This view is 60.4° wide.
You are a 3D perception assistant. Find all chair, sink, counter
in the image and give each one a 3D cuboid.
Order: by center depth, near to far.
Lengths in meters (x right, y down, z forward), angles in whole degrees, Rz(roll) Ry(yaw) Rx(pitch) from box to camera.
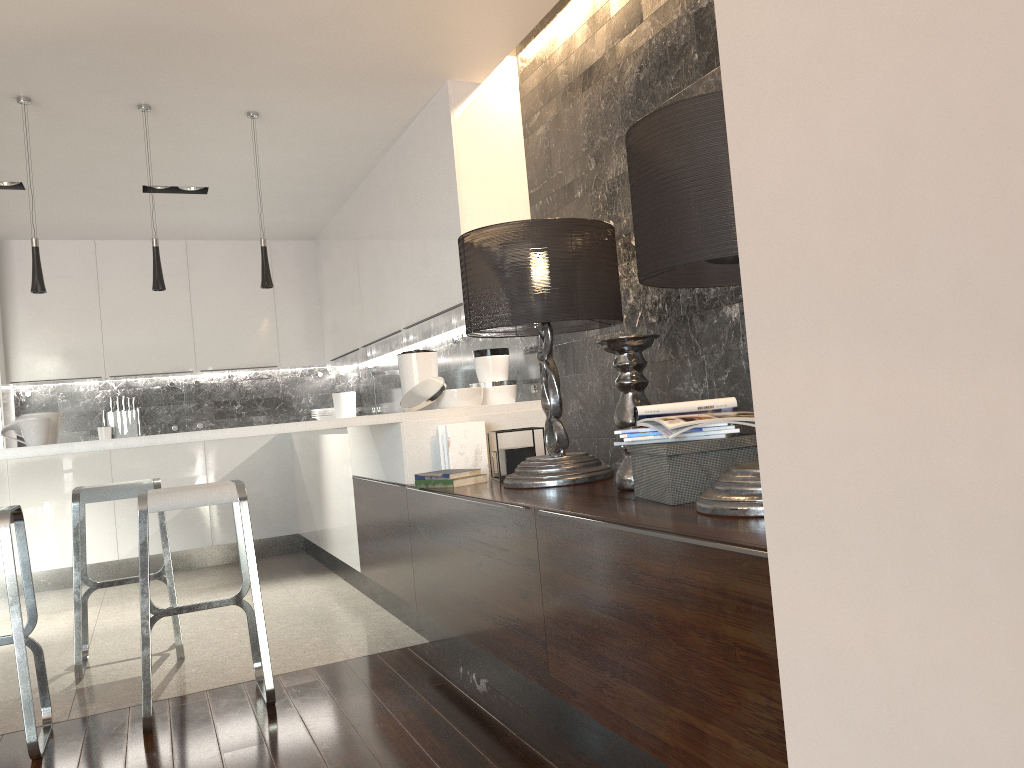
[{"bbox_3d":[-1.796,0.825,2.875,0.439,0.800,0.412,-4,-2,-25],"label":"chair"},{"bbox_3d":[-1.138,0.773,3.204,0.439,0.800,0.412,-4,-2,-25],"label":"chair"},{"bbox_3d":[-1.752,0.849,3.984,0.439,0.800,0.412,-4,-2,-25],"label":"chair"},{"bbox_3d":[-1.821,0.307,5.316,2.811,0.041,3.856,-5,-2,-24],"label":"counter"},{"bbox_3d":[-0.763,0.169,5.441,0.531,0.520,1.103,-5,-2,-23],"label":"sink"}]

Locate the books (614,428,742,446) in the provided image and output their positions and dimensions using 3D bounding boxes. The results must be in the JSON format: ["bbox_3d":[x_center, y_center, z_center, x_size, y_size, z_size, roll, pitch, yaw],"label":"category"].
[{"bbox_3d":[0.485,0.153,2.543,0.307,0.011,0.262,-6,-2,22],"label":"books"}]

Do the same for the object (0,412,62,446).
[{"bbox_3d":[-1.908,0.182,3.507,0.196,0.133,0.419,-5,-2,-23],"label":"object"}]

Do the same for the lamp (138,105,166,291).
[{"bbox_3d":[-1.641,-0.846,4.007,0.060,0.845,0.055,-4,-2,-25],"label":"lamp"}]

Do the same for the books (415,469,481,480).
[{"bbox_3d":[-0.261,0.369,3.591,0.215,0.024,0.176,-7,-2,44],"label":"books"}]

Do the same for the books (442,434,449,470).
[{"bbox_3d":[-0.222,0.314,3.861,0.162,0.205,0.020,-4,-2,-26],"label":"books"}]

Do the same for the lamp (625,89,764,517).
[{"bbox_3d":[0.615,-0.173,2.159,0.592,0.933,0.593,-5,-1,2],"label":"lamp"}]

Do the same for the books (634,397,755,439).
[{"bbox_3d":[0.544,0.102,2.517,0.332,0.109,0.265,-5,-1,-15],"label":"books"}]

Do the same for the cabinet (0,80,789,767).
[{"bbox_3d":[-2.137,0.021,3.637,4.643,2.500,6.622,-5,-2,-24],"label":"cabinet"}]

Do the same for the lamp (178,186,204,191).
[{"bbox_3d":[-1.991,-1.247,5.463,0.168,0.077,0.186,-6,-2,36],"label":"lamp"}]

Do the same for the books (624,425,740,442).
[{"bbox_3d":[0.497,0.141,2.535,0.313,0.011,0.258,-6,-1,11],"label":"books"}]

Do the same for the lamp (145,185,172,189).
[{"bbox_3d":[-2.159,-1.233,5.379,0.167,0.077,0.186,-7,-2,41],"label":"lamp"}]

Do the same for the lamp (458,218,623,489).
[{"bbox_3d":[0.136,-0.100,3.319,0.623,0.933,0.561,-4,-2,-34],"label":"lamp"}]

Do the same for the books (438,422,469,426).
[{"bbox_3d":[-0.233,0.298,3.926,0.182,0.244,0.018,-4,-2,-26],"label":"books"}]

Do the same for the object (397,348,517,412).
[{"bbox_3d":[-0.253,-0.037,4.193,0.590,0.298,0.404,-5,-1,-13],"label":"object"}]

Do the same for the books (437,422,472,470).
[{"bbox_3d":[-0.233,0.297,3.880,0.182,0.244,0.018,-4,-2,-26],"label":"books"}]

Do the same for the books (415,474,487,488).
[{"bbox_3d":[-0.248,0.396,3.589,0.230,0.034,0.190,-7,-2,43],"label":"books"}]

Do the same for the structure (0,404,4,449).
[{"bbox_3d":[-3.894,0.213,6.080,0.694,0.651,0.621,-5,-2,-25],"label":"structure"}]

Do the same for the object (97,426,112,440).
[{"bbox_3d":[-3.026,0.369,6.538,0.088,0.117,0.095,-6,-2,24],"label":"object"}]

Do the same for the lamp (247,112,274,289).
[{"bbox_3d":[-1.210,-0.880,4.222,0.060,0.845,0.055,-4,-2,-25],"label":"lamp"}]

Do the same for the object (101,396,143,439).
[{"bbox_3d":[-2.958,0.257,6.667,0.303,0.336,0.058,-5,-2,-23],"label":"object"}]

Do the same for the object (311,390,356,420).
[{"bbox_3d":[-1.468,0.185,7.237,0.366,0.234,0.535,-5,-1,-14],"label":"object"}]

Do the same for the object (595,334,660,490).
[{"bbox_3d":[0.392,0.091,2.824,0.200,0.485,0.217,-6,-2,23],"label":"object"}]

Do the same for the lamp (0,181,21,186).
[{"bbox_3d":[-2.893,-1.175,5.014,0.187,0.077,0.167,-4,-2,-42],"label":"lamp"}]

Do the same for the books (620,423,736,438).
[{"bbox_3d":[0.488,0.132,2.552,0.313,0.011,0.258,-6,-1,11],"label":"books"}]

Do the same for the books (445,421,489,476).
[{"bbox_3d":[-0.196,0.293,3.851,0.183,0.243,0.023,-4,-2,-26],"label":"books"}]

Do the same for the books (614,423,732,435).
[{"bbox_3d":[0.482,0.122,2.558,0.310,0.011,0.260,-6,-2,16],"label":"books"}]

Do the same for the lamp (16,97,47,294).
[{"bbox_3d":[-2.072,-0.811,3.792,0.060,0.845,0.055,-4,-2,-25],"label":"lamp"}]
